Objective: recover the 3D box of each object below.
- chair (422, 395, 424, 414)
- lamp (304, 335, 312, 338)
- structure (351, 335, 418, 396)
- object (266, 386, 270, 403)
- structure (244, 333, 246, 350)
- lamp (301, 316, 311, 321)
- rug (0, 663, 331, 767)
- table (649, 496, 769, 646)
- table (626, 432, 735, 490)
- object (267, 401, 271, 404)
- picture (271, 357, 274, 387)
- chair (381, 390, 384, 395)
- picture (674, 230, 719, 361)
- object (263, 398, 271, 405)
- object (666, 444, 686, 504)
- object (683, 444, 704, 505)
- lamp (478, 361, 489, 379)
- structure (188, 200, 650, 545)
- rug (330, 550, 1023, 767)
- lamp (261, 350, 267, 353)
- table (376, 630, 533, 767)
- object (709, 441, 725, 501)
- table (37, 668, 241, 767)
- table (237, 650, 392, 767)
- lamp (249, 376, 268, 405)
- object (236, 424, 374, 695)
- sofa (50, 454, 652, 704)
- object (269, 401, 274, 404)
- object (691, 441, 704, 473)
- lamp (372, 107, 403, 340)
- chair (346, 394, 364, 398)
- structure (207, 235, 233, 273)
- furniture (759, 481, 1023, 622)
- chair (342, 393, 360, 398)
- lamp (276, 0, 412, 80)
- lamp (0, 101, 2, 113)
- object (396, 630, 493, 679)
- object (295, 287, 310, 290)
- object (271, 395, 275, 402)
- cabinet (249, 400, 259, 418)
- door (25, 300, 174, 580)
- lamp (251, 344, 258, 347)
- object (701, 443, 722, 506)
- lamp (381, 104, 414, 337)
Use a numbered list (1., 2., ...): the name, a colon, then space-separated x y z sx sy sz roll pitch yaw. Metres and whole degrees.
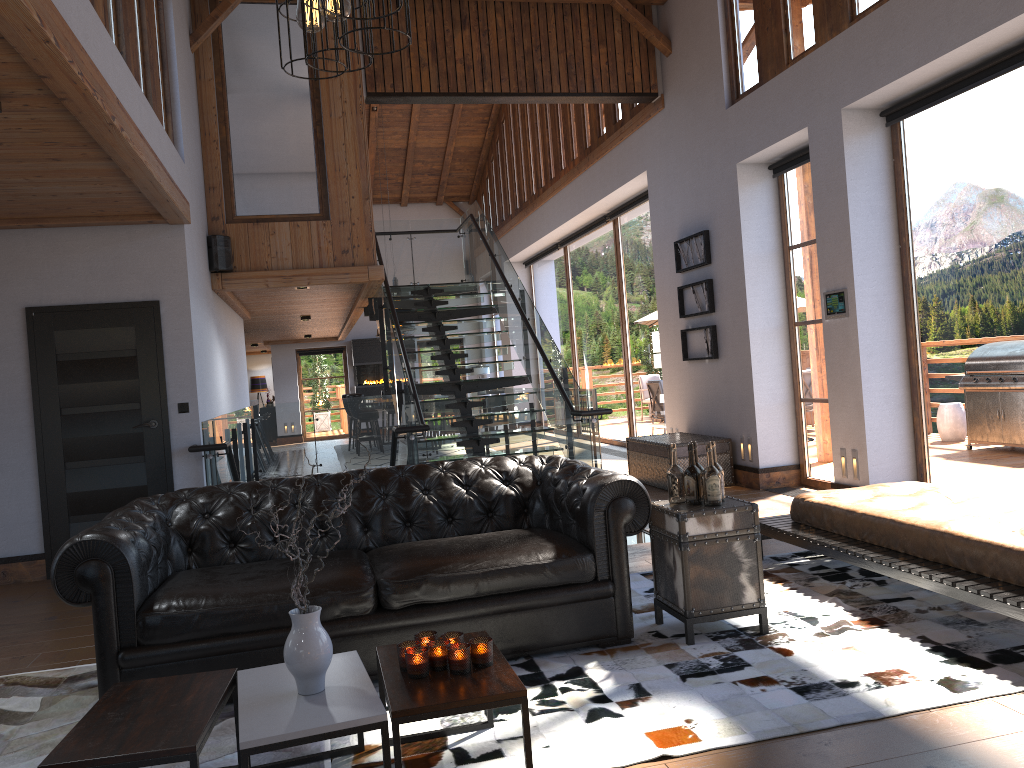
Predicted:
1. chair: -1.497 0.641 14.569 0.507 1.092 0.565 -4 0 -14
2. lamp: -4.379 -1.023 19.017 0.156 0.068 0.259 -5 1 -13
3. structure: -2.971 -0.259 20.795 1.453 1.649 0.430 -5 0 -14
4. object: -5.726 0.291 20.856 0.152 0.504 0.323 -4 0 -13
5. structure: -5.042 -0.709 15.129 0.715 0.476 3.232 -5 1 -13
6. lamp: -3.230 -1.031 13.884 0.156 0.068 0.259 -5 1 -13
7. rug: -1.736 1.373 2.432 2.445 0.053 4.022 -5 1 -12
8. table: 0.918 0.864 4.207 0.408 0.609 0.415 -4 0 -13
9. table: 1.729 0.795 9.275 0.688 0.469 1.247 -5 1 -13
10. object: -5.638 0.474 20.580 0.109 0.135 0.096 -5 0 -23
11. picture: -5.656 -0.233 21.020 0.020 0.781 0.559 -4 0 -13
12. chair: -2.424 0.652 18.465 0.507 1.092 0.565 -4 0 -14
13. picture: 1.940 -0.909 9.378 0.059 1.312 0.770 -4 0 -13
14. object: -5.816 0.448 21.098 0.203 0.197 0.354 -4 1 -1
15. object: 0.787 0.429 4.263 0.089 0.286 0.086 -5 0 -36
16. object: 0.853 0.425 4.192 0.088 0.286 0.086 -5 0 -35
17. lamp: -0.749 -0.183 20.678 0.471 0.725 0.469 -4 0 -4
18. structure: 1.027 0.655 11.770 9.264 6.398 10.964 -5 1 -13
19. rug: 1.069 1.130 4.257 3.829 0.053 2.419 -5 1 -13
20. lamp: -6.957 -0.915 24.849 0.156 0.068 0.259 -5 1 -13
21. table: -0.207 1.092 2.886 0.402 0.350 0.646 -5 1 -13
22. object: 0.966 0.415 4.236 0.088 0.286 0.087 -4 0 -1
23. table: -1.079 1.162 2.681 0.401 0.350 0.648 -4 1 -8
24. table: -0.628 1.127 2.756 0.403 0.350 0.645 -5 1 -18
25. lamp: -6.647 0.586 25.288 1.648 1.699 0.517 -5 0 -35
26. object: -0.639 0.546 2.788 0.407 0.808 0.619 -4 0 -2
27. sofa: -0.692 0.870 4.338 2.581 0.838 1.232 -5 1 -14
28. object: -5.621 0.471 20.711 0.107 0.135 0.097 -4 0 18
29. object: 0.888 0.421 4.284 0.086 0.286 0.088 -4 0 27
30. lamp: -2.557 -3.158 17.584 0.614 4.684 0.628 -4 0 32
31. chair: -2.582 0.709 15.575 0.572 1.092 0.501 -4 0 -14
32. structure: -2.835 -1.261 8.603 0.215 0.349 0.212 -4 0 -13
33. furniture: 2.359 0.837 4.374 1.182 0.436 2.744 -5 1 -13
34. chair: -2.840 0.714 16.498 0.574 1.092 0.499 -5 0 -29
35. lamp: -0.487 -1.925 2.236 0.264 2.201 0.796 -4 0 -22
36. lamp: -2.344 -1.249 3.849 0.156 0.068 0.259 -5 1 -13
37. object: -0.220 0.878 2.867 0.299 0.081 0.249 -4 1 25
38. object: -2.200 -1.039 9.281 0.156 0.068 0.259 -5 1 -13
39. object: -5.762 0.406 21.166 0.211 0.270 0.285 -4 1 -13
40. cabinet: -4.950 0.891 15.319 0.894 1.103 4.774 -4 1 -13
41. door: -3.123 0.412 6.793 0.947 2.055 0.143 -4 0 -14
42. lamp: -6.091 -0.922 20.982 0.156 0.068 0.259 -5 1 -13
43. object: 0.925 0.420 4.126 0.088 0.286 0.087 -4 0 -3
44. lamp: -2.211 -3.160 16.038 0.614 4.684 0.628 -4 0 32
